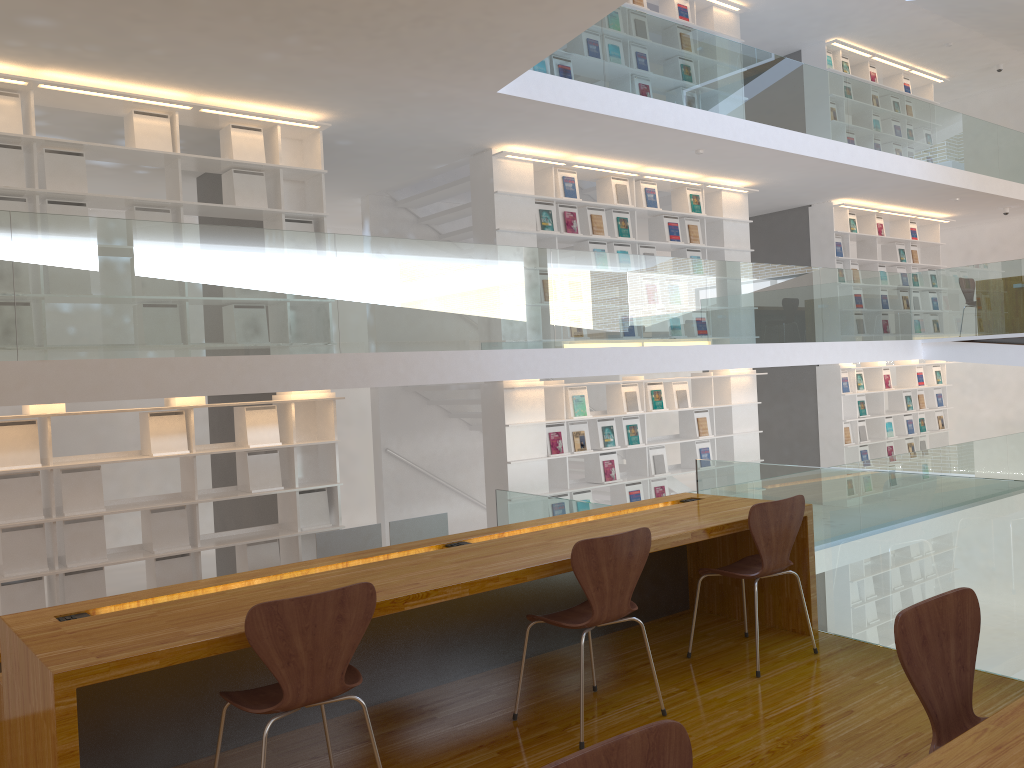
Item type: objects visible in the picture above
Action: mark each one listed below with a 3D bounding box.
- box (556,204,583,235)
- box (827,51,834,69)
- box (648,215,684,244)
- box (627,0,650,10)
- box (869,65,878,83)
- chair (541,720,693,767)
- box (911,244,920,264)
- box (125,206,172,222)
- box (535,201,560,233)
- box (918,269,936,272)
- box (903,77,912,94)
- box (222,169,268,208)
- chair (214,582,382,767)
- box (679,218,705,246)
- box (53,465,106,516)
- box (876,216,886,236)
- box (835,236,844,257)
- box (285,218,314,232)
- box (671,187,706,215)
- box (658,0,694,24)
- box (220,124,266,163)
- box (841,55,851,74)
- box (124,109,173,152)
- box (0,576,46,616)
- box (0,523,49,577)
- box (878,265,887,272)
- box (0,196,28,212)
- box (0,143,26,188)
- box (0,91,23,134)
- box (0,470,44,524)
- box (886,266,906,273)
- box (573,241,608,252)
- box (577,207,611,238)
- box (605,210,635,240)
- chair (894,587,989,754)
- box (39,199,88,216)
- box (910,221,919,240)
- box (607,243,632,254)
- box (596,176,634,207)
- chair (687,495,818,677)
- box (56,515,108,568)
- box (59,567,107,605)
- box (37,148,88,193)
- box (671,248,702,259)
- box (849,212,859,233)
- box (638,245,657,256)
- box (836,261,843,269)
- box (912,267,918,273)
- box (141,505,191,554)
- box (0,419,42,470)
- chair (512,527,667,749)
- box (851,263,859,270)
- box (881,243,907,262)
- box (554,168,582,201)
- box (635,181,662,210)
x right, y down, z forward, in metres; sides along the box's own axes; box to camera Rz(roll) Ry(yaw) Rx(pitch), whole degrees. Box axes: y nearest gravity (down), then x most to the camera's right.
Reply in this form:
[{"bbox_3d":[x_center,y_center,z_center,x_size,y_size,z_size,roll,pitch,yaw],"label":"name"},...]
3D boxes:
[{"bbox_3d":[0.488,-1.553,8.483,0.245,0.296,0.274,-3,1,-39],"label":"box"},{"bbox_3d":[3.987,-4.122,11.413,0.245,0.296,0.274,-3,1,-39],"label":"box"},{"bbox_3d":[1.629,-1.618,9.377,0.245,0.296,0.274,-3,1,-39],"label":"box"},{"bbox_3d":[1.227,-3.972,9.131,0.245,0.296,0.274,-3,1,-39],"label":"box"},{"bbox_3d":[4.828,-4.170,12.081,0.245,0.296,0.274,-3,1,-39],"label":"box"},{"bbox_3d":[0.251,0.887,1.194,0.428,0.693,0.381,-3,1,-39],"label":"chair"},{"bbox_3d":[5.662,-1.836,12.674,0.245,0.296,0.274,-3,1,-39],"label":"box"},{"bbox_3d":[-2.507,-1.062,6.148,0.245,0.296,0.274,-3,1,-39],"label":"box"},{"bbox_3d":[0.258,-1.541,8.284,0.245,0.296,0.274,-3,1,-39],"label":"box"},{"bbox_3d":[6.089,-1.531,13.004,0.245,0.296,0.274,-3,1,-39],"label":"box"},{"bbox_3d":[5.547,-4.207,12.657,0.245,0.296,0.274,-3,1,-39],"label":"box"},{"bbox_3d":[-1.977,-1.420,6.581,0.245,0.296,0.274,-3,1,-39],"label":"box"},{"bbox_3d":[-0.632,0.920,2.568,0.428,0.693,0.381,-3,1,-39],"label":"chair"},{"bbox_3d":[1.894,-1.629,9.589,0.245,0.296,0.274,-3,1,-39],"label":"box"},{"bbox_3d":[-2.843,0.692,5.826,0.245,0.296,0.274,-3,1,-39],"label":"box"},{"bbox_3d":[4.928,-2.125,12.096,0.245,0.296,0.274,-3,1,-39],"label":"box"},{"bbox_3d":[4.115,-1.751,11.440,0.245,0.296,0.274,-3,1,-39],"label":"box"},{"bbox_3d":[-1.668,-1.107,6.818,0.245,0.296,0.274,-3,1,-39],"label":"box"},{"bbox_3d":[1.917,-1.960,9.617,0.245,0.296,0.274,-3,1,-39],"label":"box"},{"bbox_3d":[1.773,-4.002,9.567,0.245,0.296,0.274,-3,1,-39],"label":"box"},{"bbox_3d":[-1.992,-1.747,6.580,0.245,0.296,0.274,-3,1,-39],"label":"box"},{"bbox_3d":[4.297,-4.139,11.660,0.245,0.296,0.274,-3,1,-39],"label":"box"},{"bbox_3d":[-2.520,-1.720,6.155,0.245,0.296,0.274,-3,1,-39],"label":"box"},{"bbox_3d":[-3.101,1.364,5.599,0.245,0.296,0.274,-3,1,-39],"label":"box"},{"bbox_3d":[-3.102,1.035,5.609,0.245,0.296,0.274,-3,1,-39],"label":"box"},{"bbox_3d":[4.975,-1.469,12.116,0.245,0.296,0.274,-3,1,-39],"label":"box"},{"bbox_3d":[-3.202,-1.024,5.594,0.245,0.296,0.274,-3,1,-39],"label":"box"},{"bbox_3d":[-3.226,-1.352,5.585,0.245,0.296,0.274,-3,1,-39],"label":"box"},{"bbox_3d":[-3.242,-1.679,5.583,0.245,0.296,0.274,-3,1,-39],"label":"box"},{"bbox_3d":[-3.125,0.707,5.600,0.245,0.296,0.274,-3,1,-39],"label":"box"},{"bbox_3d":[5.396,-1.492,12.451,0.245,0.296,0.274,-3,1,-39],"label":"box"},{"bbox_3d":[0.793,-1.240,8.700,0.245,0.296,0.274,-3,1,-39],"label":"box"},{"bbox_3d":[0.776,-1.568,8.697,0.245,0.296,0.274,-3,1,-39],"label":"box"},{"bbox_3d":[1.045,-1.583,8.912,0.245,0.296,0.274,-3,1,-39],"label":"box"},{"bbox_3d":[1.101,0.840,1.921,0.428,0.693,0.381,-3,1,-39],"label":"chair"},{"bbox_3d":[-2.927,-1.039,5.813,0.245,0.296,0.274,-3,1,-39],"label":"box"},{"bbox_3d":[5.646,-2.163,12.672,0.245,0.296,0.274,-3,1,-39],"label":"box"},{"bbox_3d":[1.058,-1.254,8.911,0.245,0.296,0.274,-3,1,-39],"label":"box"},{"bbox_3d":[1.035,-1.912,8.913,0.245,0.296,0.274,-3,1,-39],"label":"box"},{"bbox_3d":[1.024,0.830,3.840,0.428,0.693,0.381,-3,1,-39],"label":"chair"},{"bbox_3d":[-2.827,1.020,5.828,0.245,0.296,0.274,-3,1,-39],"label":"box"},{"bbox_3d":[-2.821,1.349,5.822,0.245,0.296,0.274,-3,1,-39],"label":"box"},{"bbox_3d":[-2.943,-1.366,5.811,0.245,0.296,0.274,-3,1,-39],"label":"box"},{"bbox_3d":[1.912,-1.301,9.592,0.245,0.296,0.274,-3,1,-39],"label":"box"},{"bbox_3d":[4.397,-2.095,11.675,0.245,0.296,0.274,-3,1,-39],"label":"box"},{"bbox_3d":[1.346,-1.270,9.141,0.245,0.296,0.274,-3,1,-39],"label":"box"},{"bbox_3d":[4.136,-1.423,11.447,0.245,0.296,0.274,-3,1,-39],"label":"box"},{"bbox_3d":[5.670,-1.507,12.670,0.245,0.296,0.274,-3,1,-39],"label":"box"},{"bbox_3d":[-2.407,0.997,6.163,0.245,0.296,0.274,-3,1,-39],"label":"box"},{"bbox_3d":[-3.141,0.379,5.598,0.245,0.296,0.274,-3,1,-39],"label":"box"},{"bbox_3d":[0.266,0.871,3.235,0.428,0.693,0.381,-3,1,-39],"label":"chair"},{"bbox_3d":[4.430,-1.439,11.681,0.245,0.296,0.274,-3,1,-39],"label":"box"},{"bbox_3d":[5.380,-1.820,12.449,0.245,0.296,0.274,-3,1,-39],"label":"box"},{"bbox_3d":[0.480,-1.882,8.471,0.245,0.296,0.274,-3,1,-39],"label":"box"},{"bbox_3d":[1.361,-1.930,9.174,0.245,0.296,0.274,-3,1,-39],"label":"box"}]
